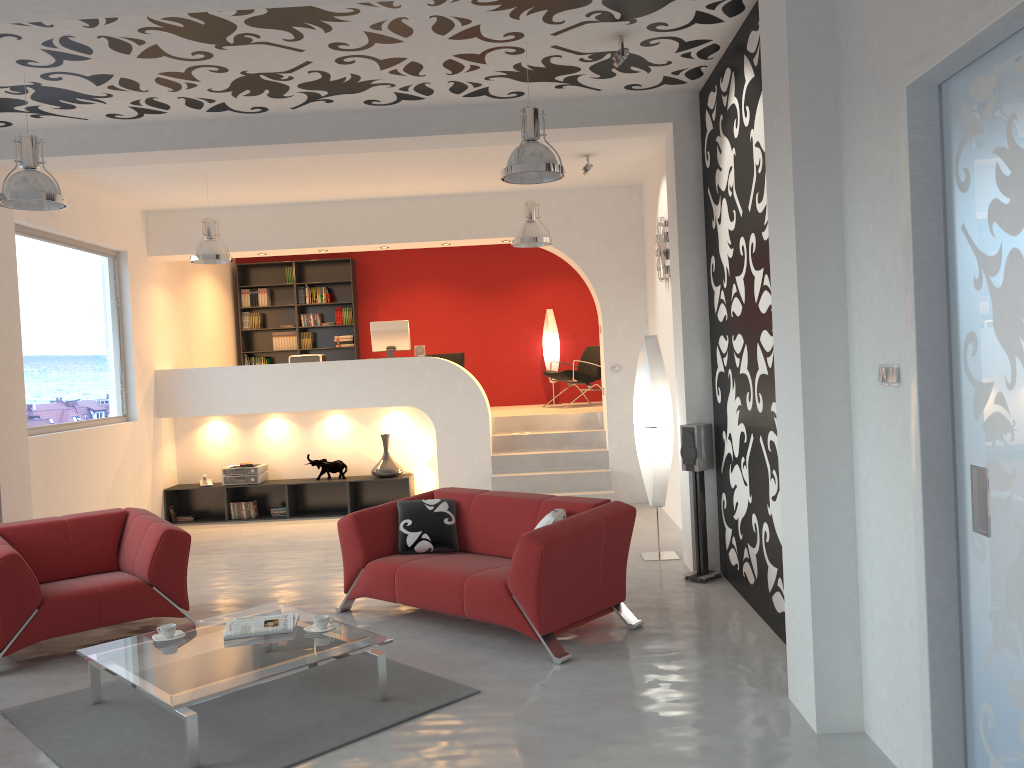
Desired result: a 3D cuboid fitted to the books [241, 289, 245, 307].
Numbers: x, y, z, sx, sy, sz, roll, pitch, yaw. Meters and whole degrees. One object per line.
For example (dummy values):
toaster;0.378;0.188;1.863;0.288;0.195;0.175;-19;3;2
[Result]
books;-3.834;-1.218;12.728;0.040;0.260;0.200;-3;1;1

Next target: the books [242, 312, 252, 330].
books;-3.795;-0.901;12.747;0.090;0.256;0.181;-3;1;1

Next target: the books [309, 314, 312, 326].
books;-2.874;-0.914;12.736;0.031;0.190;0.135;-3;1;1

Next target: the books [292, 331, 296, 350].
books;-3.104;-0.621;12.727;0.040;0.260;0.200;-3;1;1

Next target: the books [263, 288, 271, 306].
books;-3.510;-1.234;12.721;0.040;0.260;0.200;-3;1;1

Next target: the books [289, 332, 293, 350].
books;-3.144;-0.619;12.728;0.040;0.260;0.200;-3;1;1

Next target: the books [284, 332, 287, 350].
books;-3.226;-0.615;12.730;0.040;0.260;0.200;-3;1;1

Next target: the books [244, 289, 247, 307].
books;-3.793;-1.220;12.727;0.040;0.260;0.200;-3;1;1

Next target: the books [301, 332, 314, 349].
books;-2.937;-0.620;12.736;0.146;0.240;0.170;-3;1;1

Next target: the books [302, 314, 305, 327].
books;-2.979;-0.909;12.738;0.031;0.190;0.135;-3;1;1

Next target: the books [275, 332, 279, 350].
books;-3.347;-0.609;12.733;0.040;0.260;0.200;-3;1;1

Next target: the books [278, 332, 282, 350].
books;-3.306;-0.611;12.732;0.040;0.260;0.200;-3;1;1

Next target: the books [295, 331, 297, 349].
books;-3.063;-0.623;12.727;0.040;0.260;0.200;-3;1;1

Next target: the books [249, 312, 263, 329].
books;-3.675;-0.899;12.744;0.146;0.240;0.170;-3;1;1

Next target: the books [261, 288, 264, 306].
books;-3.550;-1.232;12.722;0.040;0.260;0.200;-3;1;1

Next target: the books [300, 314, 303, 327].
books;-3.009;-0.908;12.739;0.031;0.190;0.135;-3;1;1

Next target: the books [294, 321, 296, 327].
books;-3.085;-0.902;12.740;0.063;0.187;0.135;-3;1;1

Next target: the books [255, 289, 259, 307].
books;-3.632;-1.228;12.723;0.040;0.260;0.200;-3;1;1

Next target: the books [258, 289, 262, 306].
books;-3.591;-1.230;12.722;0.040;0.260;0.200;-3;1;1

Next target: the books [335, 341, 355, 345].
books;-2.387;-0.587;12.698;0.260;0.040;0.200;-3;1;1

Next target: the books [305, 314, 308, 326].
books;-2.934;-0.911;12.737;0.031;0.190;0.135;-3;1;1

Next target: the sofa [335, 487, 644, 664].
sofa;-0.200;1.123;5.656;1.929;0.738;0.951;-2;2;41

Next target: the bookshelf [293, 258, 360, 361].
bookshelf;-2.619;-0.657;12.684;0.816;2.213;0.305;-3;1;1

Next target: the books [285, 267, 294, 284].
books;-3.161;-1.543;12.718;0.146;0.240;0.170;-3;1;1

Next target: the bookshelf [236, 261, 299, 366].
bookshelf;-3.434;-0.617;12.702;0.816;2.213;0.305;-3;1;1

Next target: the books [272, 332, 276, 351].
books;-3.387;-0.607;12.733;0.040;0.260;0.200;-3;1;1

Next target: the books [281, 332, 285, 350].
books;-3.266;-0.613;12.731;0.040;0.260;0.200;-3;1;1

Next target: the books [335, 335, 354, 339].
books;-2.386;-0.666;12.687;0.260;0.040;0.200;-3;1;1

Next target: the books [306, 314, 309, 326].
books;-2.919;-0.912;12.737;0.031;0.190;0.135;-3;1;1

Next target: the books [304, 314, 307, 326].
books;-2.949;-0.911;12.737;0.031;0.190;0.135;-3;1;1

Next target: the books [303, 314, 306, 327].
books;-2.964;-0.910;12.738;0.031;0.190;0.135;-3;1;1

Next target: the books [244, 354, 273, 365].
books;-3.641;-0.290;12.735;0.341;0.286;0.231;-3;1;1

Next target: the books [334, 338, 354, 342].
books;-2.394;-0.626;12.696;0.260;0.040;0.200;-3;1;1

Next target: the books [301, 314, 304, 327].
books;-2.994;-0.908;12.738;0.031;0.190;0.135;-3;1;1

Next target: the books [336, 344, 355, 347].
books;-2.367;-0.548;12.702;0.260;0.040;0.200;-3;1;3

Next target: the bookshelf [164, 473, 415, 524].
bookshelf;-2.514;1.307;10.124;2.764;0.397;0.405;-3;1;1

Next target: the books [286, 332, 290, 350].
books;-3.185;-0.617;12.729;0.040;0.260;0.200;-3;1;1

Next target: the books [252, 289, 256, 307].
books;-3.672;-1.226;12.724;0.040;0.260;0.200;-3;1;1

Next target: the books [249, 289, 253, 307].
books;-3.713;-1.224;12.725;0.040;0.260;0.200;-3;1;1

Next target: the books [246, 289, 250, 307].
books;-3.753;-1.222;12.726;0.040;0.260;0.200;-3;1;1

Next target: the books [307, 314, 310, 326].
books;-2.904;-0.913;12.736;0.031;0.190;0.135;-3;1;1
